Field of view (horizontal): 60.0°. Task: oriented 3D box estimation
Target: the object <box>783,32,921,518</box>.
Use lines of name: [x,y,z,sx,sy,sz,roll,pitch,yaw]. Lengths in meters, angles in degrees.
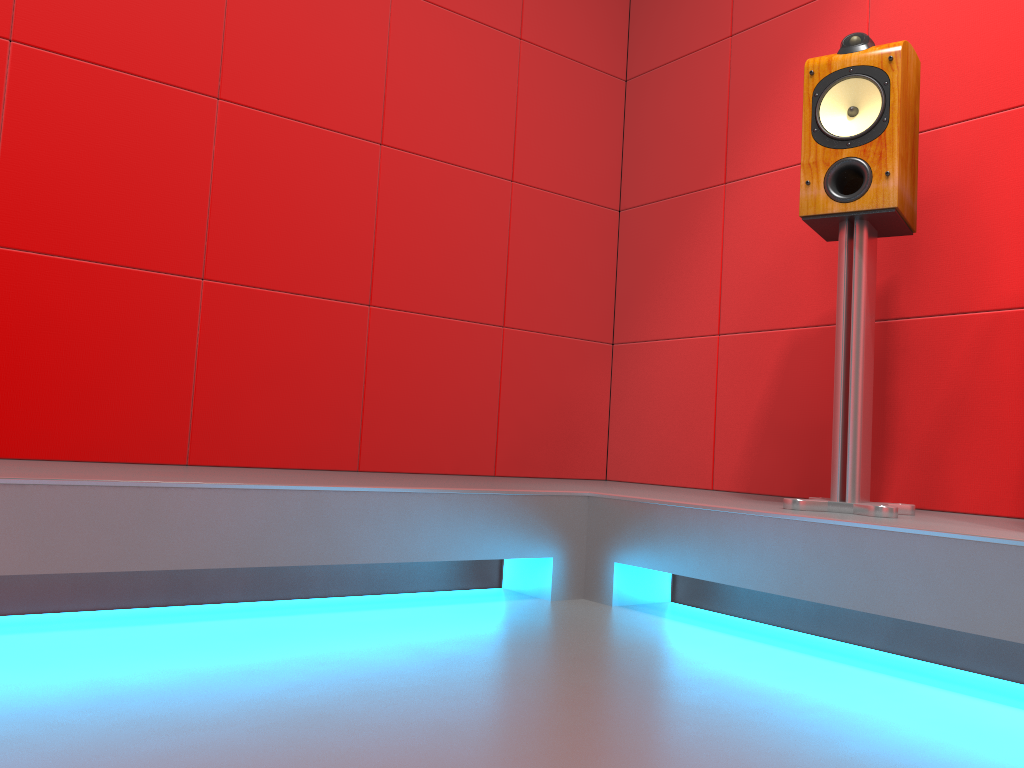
object: [0.775,-0.245,1.990,0.231,1.058,0.265,1,-5,34]
